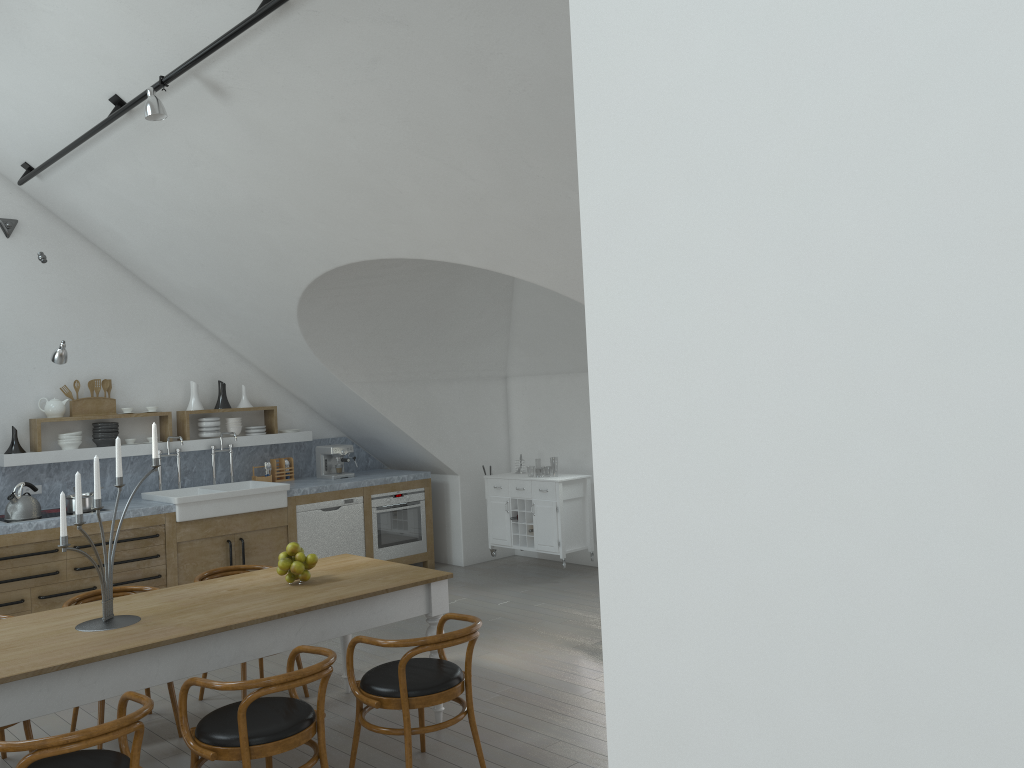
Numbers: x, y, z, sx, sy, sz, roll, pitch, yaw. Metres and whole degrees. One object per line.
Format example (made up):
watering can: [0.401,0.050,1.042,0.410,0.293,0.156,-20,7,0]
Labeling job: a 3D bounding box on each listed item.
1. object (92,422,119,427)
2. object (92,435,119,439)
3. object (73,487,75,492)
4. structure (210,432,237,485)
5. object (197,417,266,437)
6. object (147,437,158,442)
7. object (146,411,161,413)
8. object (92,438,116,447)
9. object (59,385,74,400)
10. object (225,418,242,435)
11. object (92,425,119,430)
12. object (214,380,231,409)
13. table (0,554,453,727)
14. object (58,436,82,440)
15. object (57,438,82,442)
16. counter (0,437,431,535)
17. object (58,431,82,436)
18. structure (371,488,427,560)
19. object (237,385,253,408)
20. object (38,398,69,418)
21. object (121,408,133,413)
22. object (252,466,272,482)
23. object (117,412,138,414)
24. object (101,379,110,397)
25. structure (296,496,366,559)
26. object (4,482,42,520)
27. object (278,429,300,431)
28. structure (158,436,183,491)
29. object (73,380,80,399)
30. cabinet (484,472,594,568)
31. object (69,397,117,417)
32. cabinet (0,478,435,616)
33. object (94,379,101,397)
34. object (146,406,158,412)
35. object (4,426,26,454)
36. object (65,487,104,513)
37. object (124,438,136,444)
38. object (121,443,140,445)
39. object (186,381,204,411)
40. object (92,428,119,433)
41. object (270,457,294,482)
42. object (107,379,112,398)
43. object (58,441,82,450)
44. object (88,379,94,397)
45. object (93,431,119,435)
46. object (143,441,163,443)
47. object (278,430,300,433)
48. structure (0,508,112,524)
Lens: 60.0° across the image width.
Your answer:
object: [-3.447,0.365,7.515,0.206,0.080,0.205,-2,-1,-41]
object: [-3.441,0.468,7.505,0.205,0.086,0.205,-3,-1,-6]
object: [-3.378,0.892,6.902,0.235,0.167,0.051,-4,-2,42]
structure: [-2.538,0.697,8.022,0.332,0.530,0.214,-4,-2,27]
object: [-2.614,0.399,8.296,0.657,0.196,0.197,-2,-1,-44]
object: [-3.162,0.492,7.798,0.098,0.049,0.098,-3,-1,44]
object: [-3.169,0.248,7.811,0.164,0.012,0.163,-3,0,-26]
object: [-3.439,0.494,7.504,0.205,0.072,0.205,-3,-1,34]
object: [-3.659,0.131,7.387,0.199,0.259,0.016,-2,-2,-33]
object: [-2.597,0.396,8.279,0.158,0.160,0.154,-2,-1,-15]
object: [-3.442,0.393,7.514,0.205,0.084,0.205,-3,-1,-16]
object: [-2.699,0.098,8.261,0.156,0.268,0.156,-1,-2,-39]
table: [-1.849,1.459,3.840,3.350,0.800,1.017,-2,-1,-44]
object: [-3.645,0.461,7.311,0.181,0.069,0.181,-2,-1,-26]
object: [-3.646,0.485,7.309,0.181,0.065,0.181,-3,-1,-6]
counter: [-3.425,0.743,7.021,6.577,0.620,0.960,-2,-1,-44]
object: [-3.645,0.433,7.313,0.181,0.076,0.181,-3,-1,-6]
structure: [-1.281,1.360,8.748,0.632,0.637,0.630,-2,-2,-44]
object: [-2.542,0.116,8.422,0.156,0.219,0.156,-4,-2,28]
object: [-3.756,0.193,7.267,0.174,0.169,0.168,-3,-1,30]
object: [-3.326,0.231,7.664,0.098,0.049,0.098,-3,-1,44]
object: [-2.380,0.862,8.433,0.173,0.171,0.100,-2,-2,-42]
object: [-3.325,0.254,7.663,0.164,0.012,0.163,-3,0,-26]
object: [-3.465,0.107,7.552,0.068,0.298,0.039,-1,-3,-44]
structure: [-1.826,1.479,8.226,0.724,0.823,0.598,-2,-2,-44]
object: [-3.643,0.863,6.600,0.246,0.268,0.246,-2,-2,-34]
object: [-2.187,0.462,8.712,0.213,0.025,0.213,-3,0,34]
structure: [-2.892,0.713,7.685,0.332,0.530,0.214,-4,-2,27]
object: [-3.635,0.113,7.415,0.055,0.299,0.027,-1,-3,-44]
cabinet: [0.224,1.275,8.488,0.497,0.790,1.133,-1,-2,-44]
object: [-3.538,0.188,7.487,0.353,0.158,0.084,-2,-2,-44]
cabinet: [-3.424,1.563,6.925,6.430,1.023,1.002,-2,-1,-44]
object: [-3.510,0.108,7.506,0.057,0.299,0.019,-1,-3,-44]
object: [-3.170,0.224,7.812,0.098,0.049,0.098,-3,-1,44]
object: [-3.953,0.441,7.048,0.156,0.219,0.156,-4,-2,28]
object: [-3.296,0.914,6.932,0.232,0.170,0.394,-3,-1,26]
object: [-3.302,0.498,7.665,0.098,0.049,0.098,-3,-1,44]
object: [-3.300,0.522,7.664,0.164,0.012,0.163,-3,0,-26]
object: [-2.892,0.106,8.082,0.156,0.268,0.156,-4,-2,35]
object: [-3.441,0.418,7.508,0.205,0.072,0.205,-3,-1,34]
object: [-2.228,0.830,8.595,0.200,0.223,0.104,-2,-2,-43]
object: [-3.451,0.107,7.591,0.057,0.294,0.030,-1,-3,-44]
object: [-3.644,0.507,7.308,0.181,0.064,0.181,-3,-1,-21]
object: [-3.548,0.110,7.497,0.040,0.299,0.061,-5,-3,44]
object: [-3.436,0.440,7.503,0.205,0.086,0.205,-3,-1,-1]
object: [-3.161,0.516,7.797,0.164,0.012,0.163,-3,0,-26]
object: [-2.186,0.471,8.711,0.213,0.025,0.213,-3,0,34]
structure: [-3.550,1.012,6.786,0.737,0.041,0.646,-2,0,-44]
